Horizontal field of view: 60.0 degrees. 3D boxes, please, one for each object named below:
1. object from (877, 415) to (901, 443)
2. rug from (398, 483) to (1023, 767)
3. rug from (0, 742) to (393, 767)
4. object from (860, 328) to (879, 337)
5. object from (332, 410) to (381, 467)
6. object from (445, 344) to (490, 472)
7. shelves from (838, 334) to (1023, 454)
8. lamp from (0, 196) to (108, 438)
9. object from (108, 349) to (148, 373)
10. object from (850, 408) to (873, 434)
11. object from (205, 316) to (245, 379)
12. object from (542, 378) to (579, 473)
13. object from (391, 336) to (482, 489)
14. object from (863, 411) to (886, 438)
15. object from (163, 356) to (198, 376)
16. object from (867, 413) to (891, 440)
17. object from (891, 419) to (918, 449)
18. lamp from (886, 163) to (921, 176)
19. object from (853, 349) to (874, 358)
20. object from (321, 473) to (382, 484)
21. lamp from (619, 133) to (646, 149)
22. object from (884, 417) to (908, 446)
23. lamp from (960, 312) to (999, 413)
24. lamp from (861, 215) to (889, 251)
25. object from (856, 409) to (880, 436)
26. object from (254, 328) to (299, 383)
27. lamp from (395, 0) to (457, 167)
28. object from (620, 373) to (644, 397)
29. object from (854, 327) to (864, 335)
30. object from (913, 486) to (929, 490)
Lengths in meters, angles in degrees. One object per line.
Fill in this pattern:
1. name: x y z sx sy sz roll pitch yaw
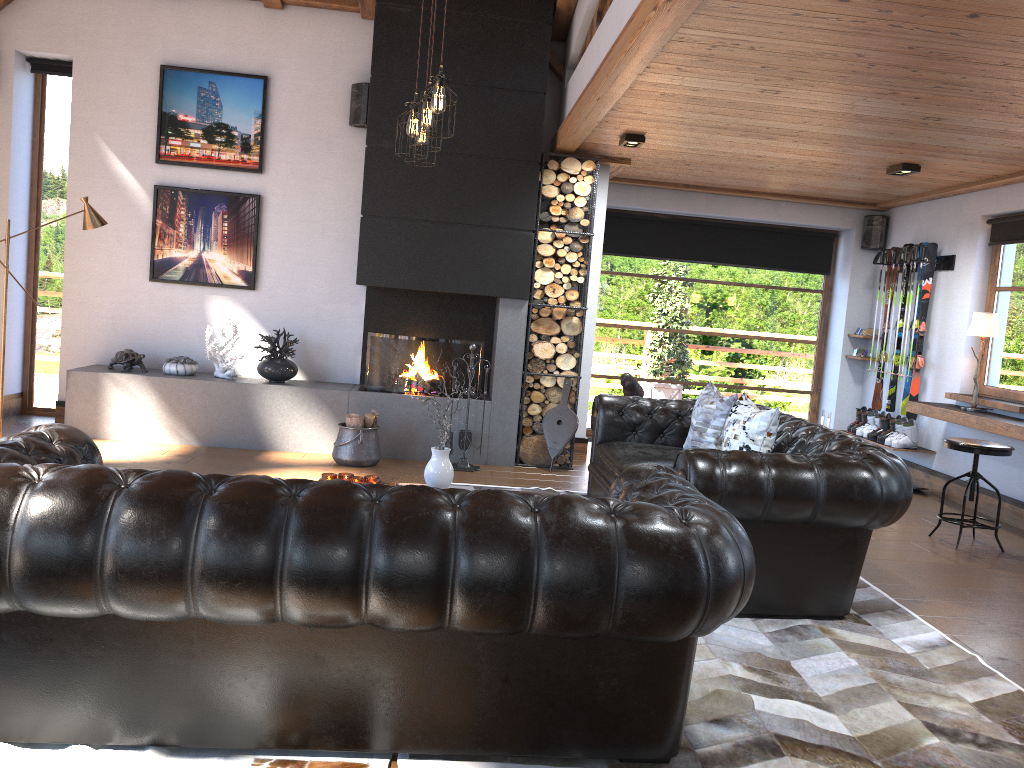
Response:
1. object: 3.548 0.416 8.270 0.251 0.270 0.117 6 5 10
2. rug: 0.766 0.986 4.630 2.436 0.053 4.042 5 5 -4
3. rug: -2.269 0.856 3.225 3.815 0.053 2.430 4 5 -5
4. object: 3.680 -0.530 9.085 0.190 0.084 0.159 4 5 -6
5. object: -1.212 0.421 6.977 0.381 0.431 0.387 7 5 21
6. object: -0.353 0.181 7.129 0.304 1.016 0.311 9 6 40
7. shelves: 3.825 0.294 6.089 0.613 0.987 6.639 5 5 -4
8. lamp: -3.605 -0.473 6.382 0.524 1.896 1.331 6 5 16
9. object: -3.161 -0.197 7.329 0.401 0.182 0.229 9 6 39
10. object: 3.485 0.364 8.771 0.251 0.270 0.117 5 4 0
11. object: -2.387 -0.299 7.323 0.262 0.531 0.423 2 6 -36
12. object: 0.402 0.337 7.409 0.270 0.794 0.262 3 5 -22
13. object: -0.363 0.172 4.384 0.405 0.807 0.622 5 5 6
14. object: 3.517 0.389 8.530 0.251 0.270 0.117 5 4 0
15. object: -2.770 -0.157 7.389 0.281 0.160 0.259 5 5 -3
16. object: 3.507 0.400 8.401 0.250 0.270 0.117 6 5 15
17. object: 3.541 0.442 7.974 0.252 0.270 0.116 4 5 -10
18. lamp: 3.068 -1.686 6.948 0.155 0.068 0.261 4 5 -5
19. object: 3.654 -0.323 9.198 0.186 0.084 0.355 8 6 31
20. object: -0.789 0.501 4.391 0.299 0.081 0.249 8 6 33
21. lamp: 0.911 -1.850 6.728 0.155 0.068 0.261 4 5 -5
22. object: 3.532 0.430 8.100 0.252 0.270 0.116 4 5 -10
23. lamp: 3.916 0.182 7.151 0.633 1.480 0.246 5 4 -2
24. lamp: 3.751 -1.562 9.162 0.214 0.349 0.213 4 5 -5
25. object: 3.493 0.376 8.649 0.251 0.270 0.117 5 4 0
26. object: -1.960 -0.245 7.433 0.339 0.454 0.336 7 5 20
27. lamp: -0.413 -2.346 4.786 0.263 2.199 0.799 4 5 -14
28. object: 0.904 0.074 6.653 0.148 0.318 0.251 8 6 36
29. object: 3.668 -0.548 9.262 0.160 0.084 0.189 4 5 -6
30. object: 3.499 0.858 8.532 0.308 0.065 1.623 4 5 -4
